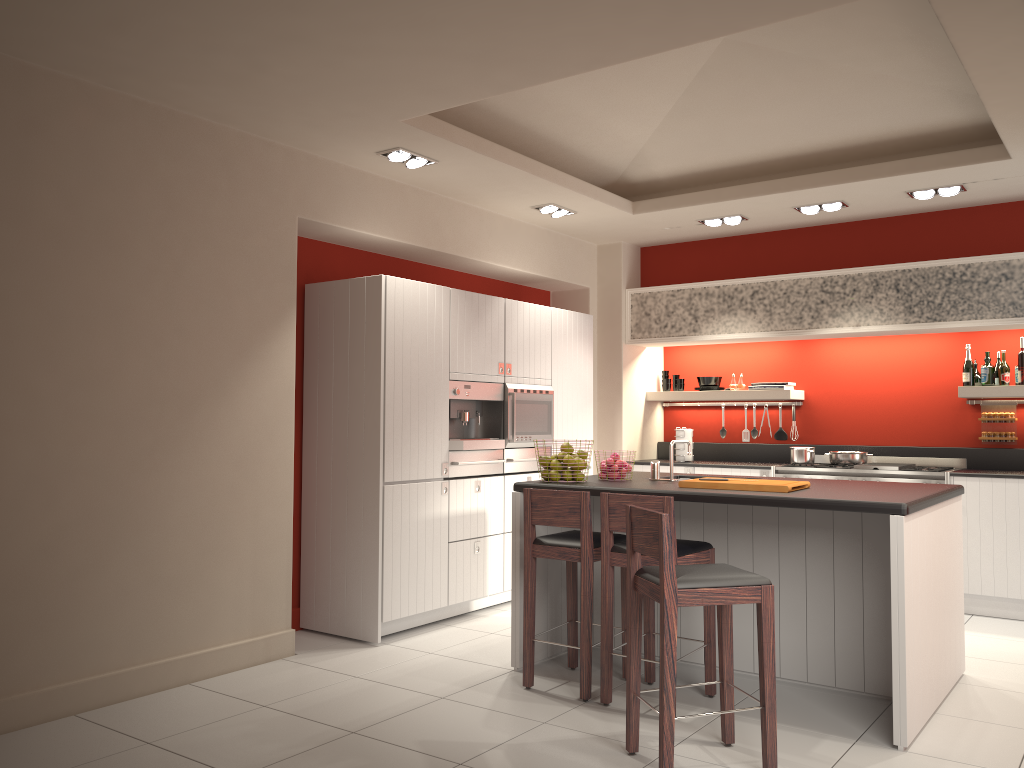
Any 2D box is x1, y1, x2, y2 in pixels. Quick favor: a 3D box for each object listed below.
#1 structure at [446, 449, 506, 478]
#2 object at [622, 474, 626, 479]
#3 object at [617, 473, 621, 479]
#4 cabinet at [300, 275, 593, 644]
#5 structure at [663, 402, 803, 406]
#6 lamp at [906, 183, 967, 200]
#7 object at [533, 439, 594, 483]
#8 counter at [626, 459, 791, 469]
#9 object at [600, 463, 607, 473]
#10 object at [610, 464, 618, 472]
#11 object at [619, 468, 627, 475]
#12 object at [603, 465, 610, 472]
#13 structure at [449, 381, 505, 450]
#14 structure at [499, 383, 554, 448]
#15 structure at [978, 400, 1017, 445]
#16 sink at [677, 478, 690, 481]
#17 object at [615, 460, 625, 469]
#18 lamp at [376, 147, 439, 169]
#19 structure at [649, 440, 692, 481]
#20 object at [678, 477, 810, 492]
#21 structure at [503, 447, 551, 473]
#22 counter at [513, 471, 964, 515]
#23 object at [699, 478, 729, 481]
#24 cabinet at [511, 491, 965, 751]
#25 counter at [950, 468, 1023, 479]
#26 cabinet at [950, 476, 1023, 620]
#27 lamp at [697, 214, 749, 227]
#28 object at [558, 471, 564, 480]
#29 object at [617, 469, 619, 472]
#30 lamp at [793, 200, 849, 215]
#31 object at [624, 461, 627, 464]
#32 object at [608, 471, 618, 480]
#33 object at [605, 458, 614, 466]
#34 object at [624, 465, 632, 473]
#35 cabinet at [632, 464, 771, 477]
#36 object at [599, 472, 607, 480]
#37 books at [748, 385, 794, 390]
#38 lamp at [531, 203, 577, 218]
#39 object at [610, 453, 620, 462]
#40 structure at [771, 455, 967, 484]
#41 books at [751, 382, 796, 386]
[{"bbox_3d":[-0.247,0.551,6.200,0.129,0.177,0.617,-2,-3,36],"label":"structure"},{"bbox_3d":[0.648,0.535,5.232,0.050,0.049,0.049,0,-3,2],"label":"object"},{"bbox_3d":[0.622,0.539,5.176,0.040,0.039,0.039,0,-3,-6],"label":"object"},{"bbox_3d":[-0.341,0.501,6.660,0.716,2.251,2.557,-2,-3,36],"label":"cabinet"},{"bbox_3d":[2.025,0.188,8.239,1.355,0.034,0.054,-1,-3,36],"label":"structure"},{"bbox_3d":[2.987,-1.372,6.242,0.361,0.103,0.199,-1,-3,36],"label":"lamp"},{"bbox_3d":[0.290,0.431,4.999,0.341,0.232,0.341,1,-3,-21],"label":"object"},{"bbox_3d":[1.753,0.704,7.842,1.360,0.026,0.699,-1,-3,36],"label":"counter"},{"bbox_3d":[0.540,0.490,5.171,0.060,0.059,0.059,3,-3,-42],"label":"object"},{"bbox_3d":[0.589,0.486,5.110,0.048,0.046,0.048,0,-3,-5],"label":"object"},{"bbox_3d":[0.642,0.507,5.147,0.046,0.043,0.046,1,-3,-15],"label":"object"},{"bbox_3d":[0.548,0.490,5.129,0.041,0.041,0.040,1,-3,-18],"label":"object"},{"bbox_3d":[-0.372,0.225,6.307,0.453,0.470,0.623,-2,-3,36],"label":"structure"},{"bbox_3d":[0.055,0.243,6.771,0.332,0.473,0.610,-2,-3,36],"label":"structure"},{"bbox_3d":[3.773,0.297,6.888,0.256,0.347,0.130,-2,-3,36],"label":"structure"},{"bbox_3d":[1.135,0.714,5.275,0.567,0.258,0.516,-1,-3,36],"label":"sink"},{"bbox_3d":[0.626,0.464,5.138,0.056,0.055,0.051,2,-3,-40],"label":"object"},{"bbox_3d":[-0.646,-1.418,5.507,0.199,0.103,0.361,-2,-3,36],"label":"lamp"},{"bbox_3d":[0.922,0.450,5.183,0.183,0.249,0.224,-2,-3,36],"label":"structure"},{"bbox_3d":[1.202,0.519,4.587,0.570,0.033,0.372,-1,-3,34],"label":"object"},{"bbox_3d":[0.121,0.574,6.711,0.129,0.177,0.617,-2,-3,36],"label":"structure"},{"bbox_3d":[1.245,0.574,4.901,2.054,0.050,1.415,-1,-3,36],"label":"counter"},{"bbox_3d":[1.126,0.498,4.615,0.302,0.010,0.035,0,-2,6],"label":"object"},{"bbox_3d":[1.237,1.106,4.880,2.034,1.011,1.423,-2,-3,36],"label":"cabinet"},{"bbox_3d":[3.914,0.649,6.290,1.360,0.026,0.699,-1,-3,36],"label":"counter"},{"bbox_3d":[3.915,1.159,6.266,1.361,0.993,0.687,-2,-3,36],"label":"cabinet"},{"bbox_3d":[1.702,-1.339,7.165,0.361,0.109,0.199,-1,-3,36],"label":"lamp"},{"bbox_3d":[0.278,0.520,5.020,0.055,0.054,0.053,-2,-3,39],"label":"object"},{"bbox_3d":[0.608,0.496,5.221,0.055,0.056,0.055,3,-4,-45],"label":"object"},{"bbox_3d":[2.336,-1.356,6.709,0.361,0.104,0.199,-1,-3,36],"label":"lamp"},{"bbox_3d":[0.655,0.482,5.240,0.056,0.050,0.055,1,-3,-16],"label":"object"},{"bbox_3d":[0.585,0.526,5.139,0.062,0.057,0.061,-2,-3,36],"label":"object"},{"bbox_3d":[0.563,0.451,5.117,0.048,0.046,0.048,1,-3,-9],"label":"object"},{"bbox_3d":[0.676,0.496,5.195,0.055,0.056,0.055,3,-4,-45],"label":"object"},{"bbox_3d":[1.750,1.214,7.822,1.361,0.993,0.687,-2,-3,36],"label":"cabinet"},{"bbox_3d":[0.531,0.533,5.172,0.050,0.049,0.049,0,-3,2],"label":"object"},{"bbox_3d":[2.284,0.036,7.825,0.331,0.042,0.207,-2,-3,41],"label":"books"},{"bbox_3d":[0.327,-1.348,6.859,0.199,0.084,0.361,-1,-3,36],"label":"lamp"},{"bbox_3d":[0.600,0.428,5.168,0.056,0.058,0.056,1,-3,-9],"label":"object"},{"bbox_3d":[2.804,1.128,7.010,1.322,1.085,0.777,-2,-3,36],"label":"structure"},{"bbox_3d":[2.310,0.002,7.833,0.332,0.026,0.207,-1,-3,36],"label":"books"}]
